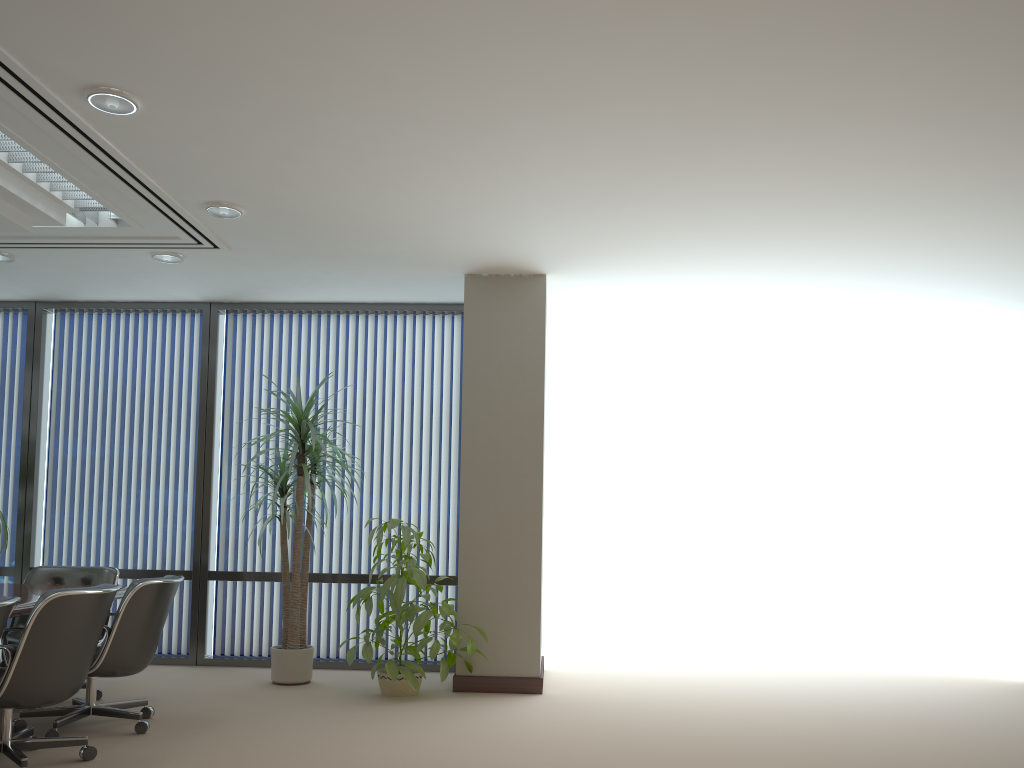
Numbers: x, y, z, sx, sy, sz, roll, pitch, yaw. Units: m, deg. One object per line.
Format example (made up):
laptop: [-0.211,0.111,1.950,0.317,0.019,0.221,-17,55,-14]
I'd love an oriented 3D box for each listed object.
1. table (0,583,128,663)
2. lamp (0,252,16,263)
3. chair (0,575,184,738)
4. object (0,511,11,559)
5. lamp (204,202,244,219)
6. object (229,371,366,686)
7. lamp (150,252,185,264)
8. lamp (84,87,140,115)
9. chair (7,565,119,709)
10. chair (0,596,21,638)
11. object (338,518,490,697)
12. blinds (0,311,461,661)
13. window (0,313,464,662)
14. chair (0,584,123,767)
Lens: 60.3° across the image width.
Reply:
table: [-3.182,1.360,3.821,1.506,0.742,4.116,1,-9,3]
lamp: [-3.650,-0.897,6.258,0.225,0.035,0.228,-1,-10,13]
chair: [-2.340,1.520,5.004,0.852,0.852,0.742,1,-6,-2]
object: [-4.760,0.812,5.914,2.089,2.458,2.186,-2,-7,23]
lamp: [-1.718,-1.029,5.260,0.225,0.035,0.227,-4,-10,27]
object: [-1.587,1.079,6.602,1.019,2.295,1.038,3,-5,-22]
lamp: [-2.422,-0.885,6.200,0.225,0.035,0.227,2,-9,-8]
lamp: [-1.779,-1.253,3.927,0.225,0.035,0.227,-4,-10,27]
chair: [-3.057,1.642,5.814,0.758,0.851,0.861,1,-7,3]
chair: [-2.377,1.239,3.334,0.852,0.852,0.766,1,-6,3]
object: [-0.707,1.606,6.227,0.982,1.302,0.862,4,-6,-26]
blinds: [-2.912,0.824,7.482,4.927,2.888,0.051,1,-4,3]
window: [-4.304,0.603,6.270,7.417,2.887,3.548,9,-10,-41]
chair: [-3.174,1.373,4.220,2.526,0.852,0.766,1,-6,3]
